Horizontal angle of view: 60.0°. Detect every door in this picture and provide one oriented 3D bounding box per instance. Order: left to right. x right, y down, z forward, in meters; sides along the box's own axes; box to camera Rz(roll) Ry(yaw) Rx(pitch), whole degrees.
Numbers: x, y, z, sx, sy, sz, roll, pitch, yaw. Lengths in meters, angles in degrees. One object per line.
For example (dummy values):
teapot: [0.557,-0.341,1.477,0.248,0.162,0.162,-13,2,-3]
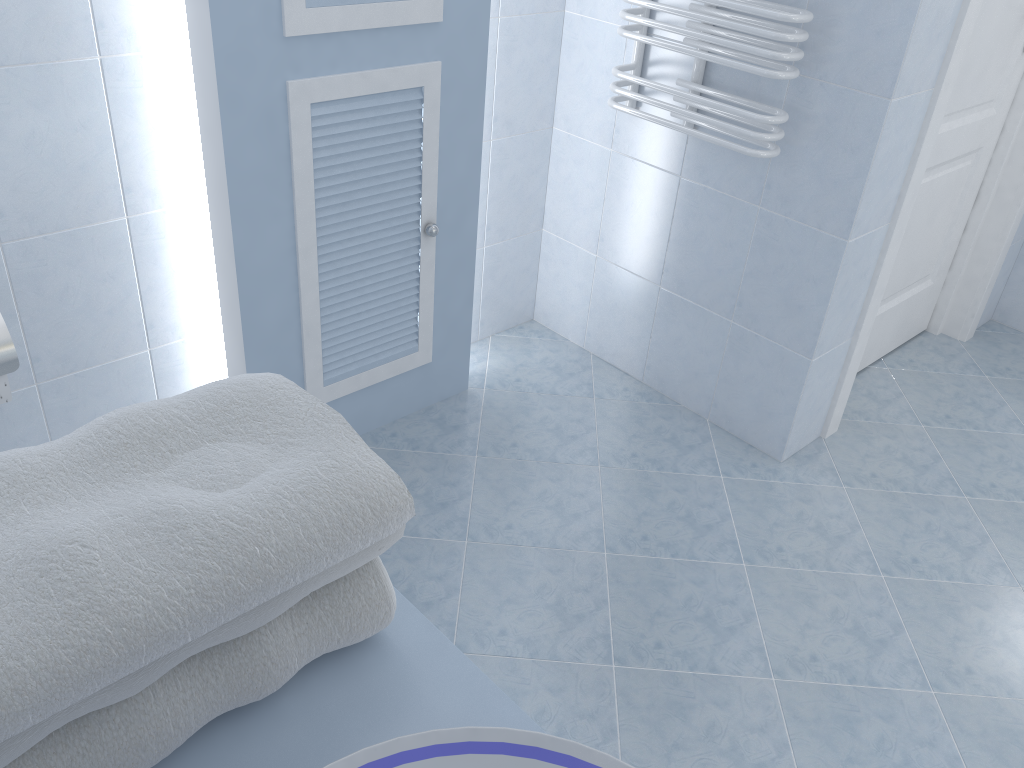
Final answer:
door: [1.290,-0.909,2.419,0.823,2.011,0.098,-24,43,-37]

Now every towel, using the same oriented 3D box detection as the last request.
towel: [-0.275,0.163,0.635,0.324,0.083,0.226,-24,43,-37]
towel: [-0.261,0.097,0.607,0.324,0.086,0.227,-24,43,-37]

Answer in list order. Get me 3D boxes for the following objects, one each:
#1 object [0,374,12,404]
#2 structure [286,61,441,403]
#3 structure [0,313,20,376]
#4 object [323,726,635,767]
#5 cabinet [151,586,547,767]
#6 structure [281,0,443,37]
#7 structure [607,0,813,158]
object: [-1.056,-0.026,1.735,0.098,0.151,0.090,-24,43,-37]
structure: [-0.332,-0.334,2.137,0.400,0.813,0.041,-24,43,-37]
structure: [-1.071,-0.095,1.705,0.170,0.151,0.154,-24,43,-37]
object: [-0.014,0.334,0.436,0.344,0.054,0.344,15,34,15]
cabinet: [-0.149,0.673,0.794,0.389,0.921,0.819,-24,43,-37]
structure: [-0.264,-1.087,1.650,0.400,0.813,0.041,-24,43,-37]
structure: [0.489,-1.032,2.004,0.138,0.950,0.524,-24,43,-37]
